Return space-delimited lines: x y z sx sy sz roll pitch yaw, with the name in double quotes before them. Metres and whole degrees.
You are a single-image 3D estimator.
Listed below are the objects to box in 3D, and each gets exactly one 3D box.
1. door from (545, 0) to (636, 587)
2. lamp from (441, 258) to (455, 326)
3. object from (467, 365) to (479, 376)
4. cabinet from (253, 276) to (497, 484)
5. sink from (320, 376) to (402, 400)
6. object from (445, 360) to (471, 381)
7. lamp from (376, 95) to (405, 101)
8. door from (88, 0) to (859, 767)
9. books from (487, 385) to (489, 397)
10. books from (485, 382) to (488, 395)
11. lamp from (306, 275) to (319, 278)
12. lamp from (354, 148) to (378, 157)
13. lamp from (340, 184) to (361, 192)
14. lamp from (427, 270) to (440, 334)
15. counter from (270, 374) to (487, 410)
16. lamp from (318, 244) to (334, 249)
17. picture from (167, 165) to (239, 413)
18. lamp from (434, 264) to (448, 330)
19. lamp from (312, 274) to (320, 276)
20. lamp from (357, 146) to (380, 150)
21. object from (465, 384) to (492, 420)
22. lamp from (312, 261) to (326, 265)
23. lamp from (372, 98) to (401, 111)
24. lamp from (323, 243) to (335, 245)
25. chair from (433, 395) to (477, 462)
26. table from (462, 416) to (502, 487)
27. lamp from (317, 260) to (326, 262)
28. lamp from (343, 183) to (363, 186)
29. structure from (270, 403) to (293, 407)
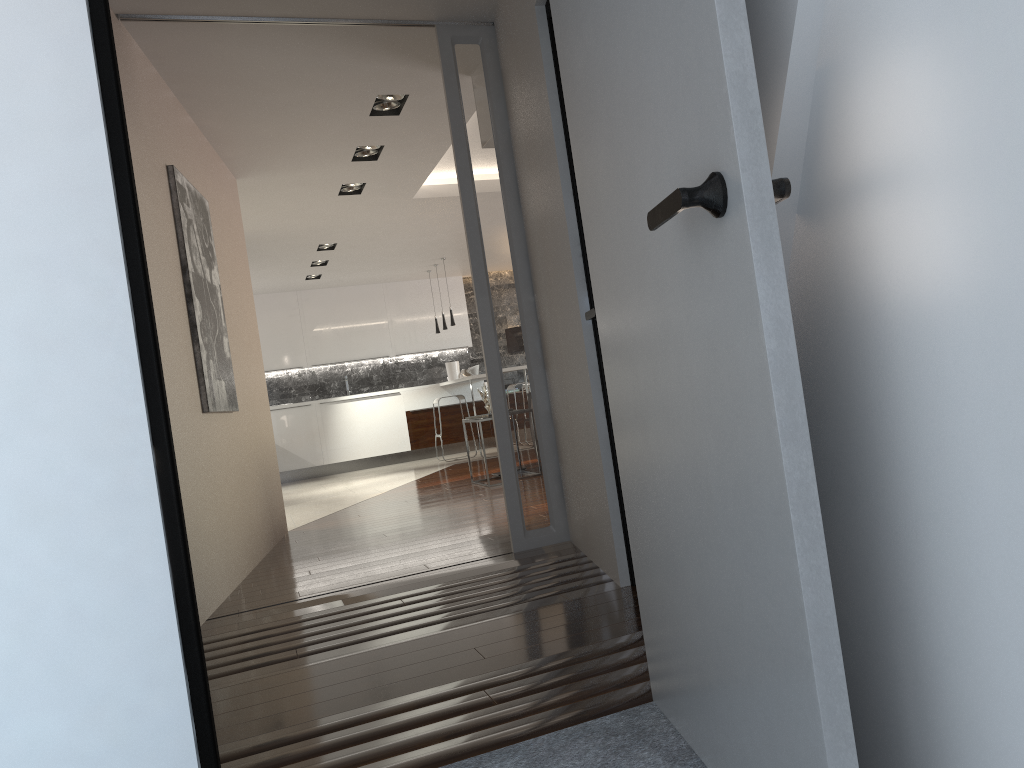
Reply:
"door" 0.359 -0.334 2.661 0.157 2.093 0.982 -8 0 -6
"lamp" -0.790 -1.139 10.889 0.060 0.845 0.056 -8 0 -20
"object" -0.369 -0.178 10.966 0.454 0.133 0.181 -8 0 -20
"cabinet" -0.563 -0.337 10.751 7.181 2.500 4.283 -8 0 -21
"sink" -2.066 0.124 12.063 1.197 0.520 0.490 -8 0 -21
"object" -0.732 -0.195 12.614 0.421 0.298 0.566 -8 0 -6
"lamp" -0.701 -1.674 5.053 0.182 0.077 0.172 -8 0 -14
"door" -0.112 -0.275 1.430 1.038 2.093 0.943 -8 0 -20
"books" -0.357 0.115 12.619 0.021 0.205 0.149 -8 0 -17
"books" -0.381 0.099 12.609 0.020 0.244 0.168 -8 0 -17
"lamp" -2.490 -1.362 10.975 0.167 0.077 0.186 -9 -1 42
"lamp" -1.020 -1.618 6.106 0.185 0.077 0.169 -8 0 -25
"lamp" -1.292 -1.571 7.003 0.168 0.077 0.186 -9 -1 36
"lamp" -1.048 -1.094 11.741 0.060 0.845 0.056 -8 0 -20
"counter" -2.147 0.171 11.004 4.182 0.041 2.593 -8 -1 -20
"lamp" -1.950 -1.456 9.189 0.186 0.077 0.167 -8 -1 -37
"picture" -1.554 -0.434 4.464 0.029 1.165 0.737 -8 0 -7
"lamp" -0.919 -1.116 11.315 0.060 0.845 0.056 -8 0 -20
"lamp" -2.439 -1.370 10.809 0.187 0.077 0.167 -8 -1 -44
"lamp" -0.970 -1.627 5.940 0.182 0.077 0.172 -8 0 -14
"object" -0.225 0.137 7.648 0.269 0.287 0.300 -9 0 41
"lamp" -2.221 -1.408 10.083 0.186 0.077 0.167 -8 -1 -37
"lamp" -0.752 -1.665 5.219 0.185 0.077 0.169 -8 0 -25
"lamp" -1.899 -1.465 9.023 0.183 0.077 0.170 -8 0 -20
"chair" -0.744 0.551 11.050 0.447 0.800 0.405 -8 0 -20
"table" -0.099 0.547 7.539 0.467 0.563 0.579 -8 0 -19
"lamp" -2.170 -1.417 9.917 0.183 0.077 0.170 -8 0 -20
"lamp" -1.241 -1.579 6.837 0.182 0.077 0.172 -8 0 -14
"structure" -3.225 0.308 11.593 0.647 0.011 0.546 -8 -1 -20
